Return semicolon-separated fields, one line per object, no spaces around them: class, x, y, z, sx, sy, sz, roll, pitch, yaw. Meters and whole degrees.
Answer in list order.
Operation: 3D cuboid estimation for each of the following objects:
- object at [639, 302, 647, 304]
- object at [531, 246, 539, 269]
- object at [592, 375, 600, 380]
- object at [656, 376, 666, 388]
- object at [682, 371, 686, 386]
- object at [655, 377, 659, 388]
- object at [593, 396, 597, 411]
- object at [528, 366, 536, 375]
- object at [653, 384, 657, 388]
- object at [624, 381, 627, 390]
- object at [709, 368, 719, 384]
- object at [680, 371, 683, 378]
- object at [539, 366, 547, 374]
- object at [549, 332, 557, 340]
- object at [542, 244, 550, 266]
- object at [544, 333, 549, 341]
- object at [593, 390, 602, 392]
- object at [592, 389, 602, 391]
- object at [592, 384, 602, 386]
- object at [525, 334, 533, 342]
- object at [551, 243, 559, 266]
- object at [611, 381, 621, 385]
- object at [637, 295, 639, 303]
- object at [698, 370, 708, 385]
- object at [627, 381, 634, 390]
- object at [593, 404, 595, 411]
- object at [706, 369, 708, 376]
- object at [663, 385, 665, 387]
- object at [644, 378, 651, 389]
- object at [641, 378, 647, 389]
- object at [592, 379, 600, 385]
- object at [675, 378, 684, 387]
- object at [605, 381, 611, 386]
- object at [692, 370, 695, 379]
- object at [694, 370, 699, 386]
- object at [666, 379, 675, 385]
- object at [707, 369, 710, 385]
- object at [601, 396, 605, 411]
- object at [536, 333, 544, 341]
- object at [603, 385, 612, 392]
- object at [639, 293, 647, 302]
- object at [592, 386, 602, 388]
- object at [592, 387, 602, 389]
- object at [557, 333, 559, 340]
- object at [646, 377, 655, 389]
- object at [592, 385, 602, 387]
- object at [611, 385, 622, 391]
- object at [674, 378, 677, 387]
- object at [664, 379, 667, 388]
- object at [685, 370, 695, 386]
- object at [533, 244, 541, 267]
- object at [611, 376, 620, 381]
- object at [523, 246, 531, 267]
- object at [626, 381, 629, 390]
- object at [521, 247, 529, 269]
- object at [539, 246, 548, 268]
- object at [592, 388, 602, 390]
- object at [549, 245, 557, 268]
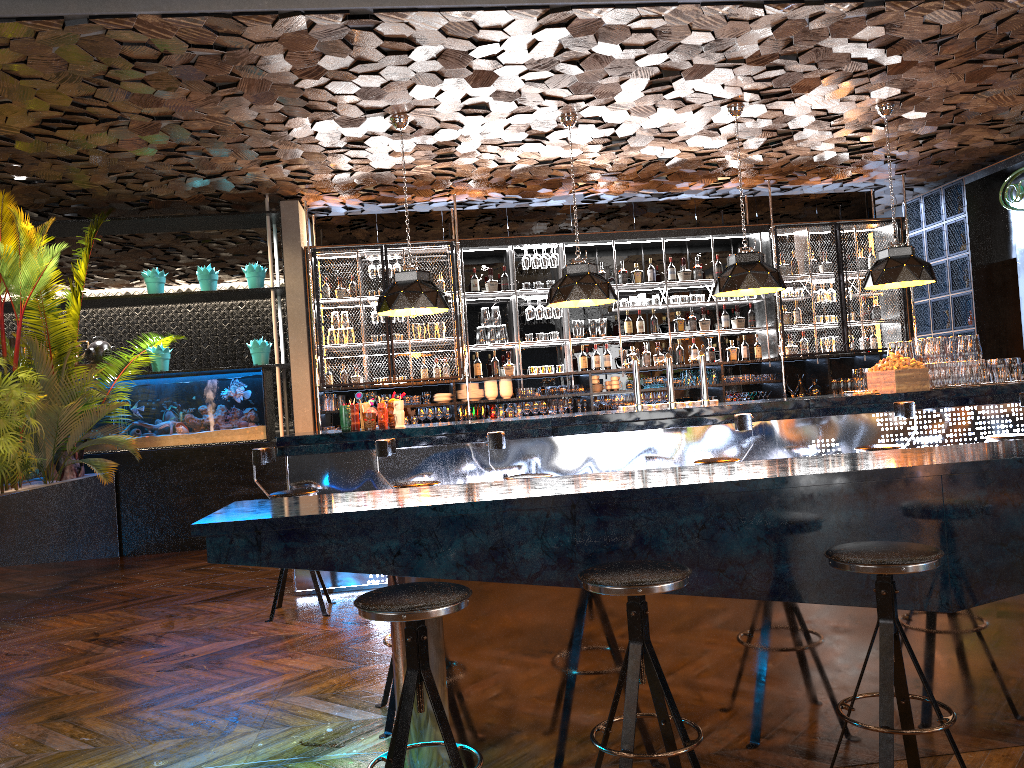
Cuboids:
object;1.470;-0.942;9.980;0.089;0.092;0.089;-4;-1;-17
object;0.257;-1.421;9.970;0.092;0.244;0.092;-5;-1;45
object;0.916;-0.059;9.802;0.094;0.069;0.106;-4;-1;0
object;1.649;-0.021;9.824;0.108;0.126;0.108;-5;-1;28
object;1.947;-0.063;9.924;0.115;0.172;0.101;-4;-1;4
object;1.639;-0.018;9.939;0.108;0.126;0.108;-4;-1;-11
object;0.939;0.249;9.869;0.108;0.227;0.108;-3;-1;-26
object;0.228;-0.144;9.798;0.089;0.092;0.089;-3;-1;-34
object;1.624;-0.015;10.061;0.108;0.126;0.108;-3;-1;-35
object;1.295;0.020;9.982;0.058;0.099;0.067;-5;-1;44
object;2.238;-0.085;9.833;0.101;0.172;0.115;-4;-1;24
object;1.941;-0.060;10.046;0.115;0.172;0.101;-4;-1;-21
object;0.348;-0.153;9.798;0.089;0.092;0.089;-3;-1;-43
object;0.461;-0.528;9.793;0.089;0.092;0.089;-4;-1;-22
object;0.372;-1.432;9.817;0.092;0.244;0.092;-5;-1;45
object;0.370;-0.518;9.958;0.089;0.092;0.089;-4;-1;26
object;0.934;0.081;9.803;0.149;0.022;0.149;-3;-1;-37
object;0.934;0.071;9.803;0.149;0.023;0.149;-3;-1;-37
object;0.928;0.016;9.803;0.149;0.026;0.148;-4;-1;1
object;0.193;-0.508;9.870;0.089;0.092;0.089;-3;-1;-28
object;0.475;-1.439;9.828;0.092;0.244;0.092;-5;-1;45
object;1.143;-0.003;9.815;0.094;0.069;0.106;-5;-1;35
object;1.475;-0.966;10.126;0.089;0.092;0.089;-4;-1;20
object;2.107;-0.076;9.810;0.115;0.172;0.101;-4;-1;-21
object;1.301;0.015;9.748;0.058;0.099;0.067;-5;-1;39
object;0.927;0.252;9.991;0.108;0.227;0.108;-4;-1;25
object;2.211;-0.078;10.075;0.115;0.172;0.101;-4;-1;4
object;1.717;-0.006;10.090;0.098;0.097;0.098;-4;-1;-15
object;1.527;-0.010;9.932;0.100;0.125;0.100;-5;-1;42
object;1.513;-0.007;10.049;0.100;0.125;0.100;-4;-1;7
object;0.930;-0.016;9.803;0.107;0.070;0.094;-4;-1;24
object;1.853;-0.021;9.815;0.098;0.097;0.098;-5;-1;28
object;1.087;0.003;9.896;0.094;0.069;0.105;-3;-1;-29
object;2.074;-0.069;10.056;0.101;0.172;0.115;-4;-1;-1
object;2.089;-0.072;9.937;0.101;0.172;0.115;-4;-1;24
object;1.750;-0.014;9.809;0.098;0.097;0.098;-3;-1;-27
object;2.232;-0.082;9.950;0.115;0.172;0.101;-4;-1;-21
object;1.039;0.244;10.002;0.108;0.227;0.108;-5;-1;30
object;0.312;-0.516;9.839;0.089;0.092;0.089;-3;-1;-28
object;1.083;0.048;9.897;0.106;0.067;0.094;-3;-1;-44
object;1.468;-0.968;9.981;0.089;0.092;0.089;-4;-1;-10
object;0.933;0.038;9.803;0.149;0.026;0.148;-4;-1;1
object;0.932;0.047;9.803;0.149;0.024;0.149;-4;-1;-7
object;0.488;-0.526;9.978;0.089;0.092;0.089;-4;-1;-22
object;1.539;-0.013;9.810;0.100;0.125;0.100;-5;-1;33
object;0.930;0.027;9.803;0.149;0.025;0.149;-3;-1;-44
object;1.149;0.042;9.811;0.106;0.067;0.094;-4;-1;-18
object;1.839;-0.018;9.921;0.098;0.097;0.098;-4;-1;19
object;1.741;-0.011;9.910;0.098;0.097;0.098;-5;-1;32
object;1.965;-0.066;9.805;0.115;0.172;0.101;-4;-1;24
object;0.274;-1.425;9.806;0.092;0.244;0.092;-5;-1;45
object;1.138;-0.047;9.805;0.094;0.068;0.106;-4;-1;-6
object;0.165;-1.418;9.794;0.092;0.244;0.092;-5;-1;45
object;1.292;0.017;9.816;0.067;0.099;0.058;-3;-1;-36
object;0.148;-1.414;9.958;0.092;0.244;0.092;-5;-1;45
object;0.355;-1.428;9.981;0.092;0.244;0.092;-5;-1;45
object;0.933;0.059;9.803;0.149;0.023;0.149;-4;-1;-22
object;0.458;-1.435;9.992;0.092;0.244;0.092;-5;-1;45
